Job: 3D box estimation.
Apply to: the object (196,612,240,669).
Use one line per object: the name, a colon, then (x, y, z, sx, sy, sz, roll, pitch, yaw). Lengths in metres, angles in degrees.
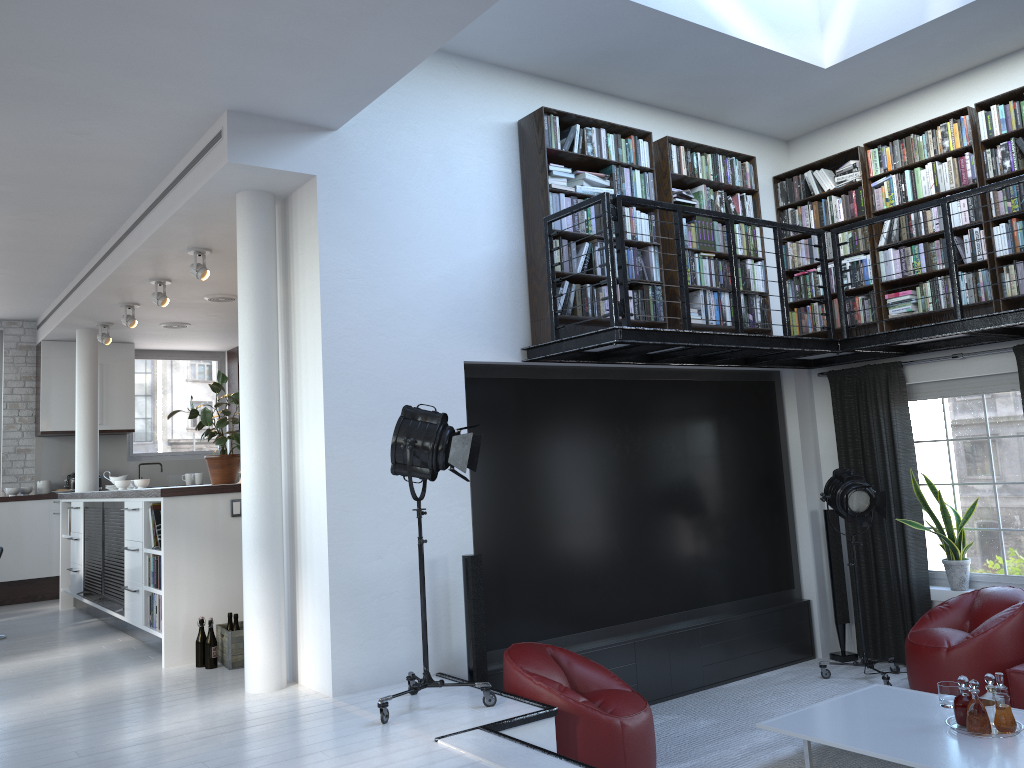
object: (-1.858, 1.727, 6.017, 0.556, 0.326, 0.287, -2, -7, -9)

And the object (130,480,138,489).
object: (-3.877, 1.039, 9.175, 0.156, 0.093, 0.156, -8, -8, 40)

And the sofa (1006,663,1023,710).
sofa: (3.212, 1.626, 4.033, 3.278, 0.659, 2.531, 1, -7, -36)

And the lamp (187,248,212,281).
lamp: (-2.408, -0.914, 6.839, 0.183, 0.240, 0.182, 1, -8, -32)

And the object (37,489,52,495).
object: (-5.564, 1.286, 10.542, 0.153, 0.056, 0.152, -4, -6, 7)

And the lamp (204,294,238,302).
lamp: (-2.834, -0.835, 8.649, 0.328, 0.025, 0.327, 0, -6, -31)

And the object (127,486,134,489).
object: (-4.029, 1.096, 9.373, 0.235, 0.041, 0.235, 1, -7, -40)

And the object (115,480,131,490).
object: (-3.951, 1.027, 8.999, 0.156, 0.093, 0.156, 1, -7, -35)

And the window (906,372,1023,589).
window: (3.526, 0.755, 6.781, 0.133, 1.613, 1.162, 2, -9, -36)

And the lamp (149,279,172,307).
lamp: (-3.082, -0.788, 7.773, 0.183, 0.240, 0.182, 1, -8, -32)

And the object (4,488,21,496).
object: (-5.728, 1.241, 10.172, 0.156, 0.093, 0.156, 1, -7, -37)

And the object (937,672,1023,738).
object: (2.562, 1.638, 4.583, 0.512, 0.296, 1.004, 0, -7, -32)

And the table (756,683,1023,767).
table: (2.318, 1.920, 4.580, 1.165, 0.245, 1.658, 0, -7, -36)

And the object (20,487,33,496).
object: (-5.669, 1.252, 10.327, 0.156, 0.093, 0.156, -7, -7, 35)

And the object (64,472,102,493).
object: (-5.185, 1.159, 10.711, 0.414, 0.292, 0.277, 1, -8, -36)

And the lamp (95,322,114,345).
lamp: (-4.431, -0.538, 9.641, 0.183, 0.240, 0.182, 1, -8, -32)

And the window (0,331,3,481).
window: (-8.781, 0.511, 14.234, 8.132, 6.100, 9.109, 1, -7, -36)

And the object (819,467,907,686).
object: (3.488, 1.311, 6.022, 2.897, 1.585, 0.752, -8, -8, 38)

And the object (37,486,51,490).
object: (-5.567, 1.250, 10.543, 0.154, 0.074, 0.152, 0, -7, -33)

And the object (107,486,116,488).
object: (-4.256, 1.119, 9.587, 0.262, 0.028, 0.260, -2, -5, -12)

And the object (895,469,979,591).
object: (3.187, 1.106, 6.800, 0.526, 0.944, 0.550, 0, -8, -25)

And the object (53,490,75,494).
object: (-5.244, 1.264, 10.373, 0.261, 0.028, 0.261, -8, -7, 42)

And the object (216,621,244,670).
object: (-1.756, 1.765, 6.082, 0.455, 0.249, 0.388, 0, -7, -30)

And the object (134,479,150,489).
object: (-3.775, 1.020, 9.033, 0.157, 0.093, 0.156, -1, -6, -21)

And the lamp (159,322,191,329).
lamp: (-3.792, -0.657, 9.976, 0.328, 0.025, 0.328, -6, -6, 29)

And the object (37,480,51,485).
object: (-5.572, 1.188, 10.552, 0.153, 0.075, 0.152, -6, -6, 21)

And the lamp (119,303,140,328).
lamp: (-3.757, -0.663, 8.707, 0.183, 0.240, 0.182, 1, -8, -32)

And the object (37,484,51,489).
object: (-5.568, 1.220, 10.546, 0.153, 0.063, 0.152, -3, -6, -6)

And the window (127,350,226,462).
window: (-4.463, 0.277, 11.796, 1.298, 1.465, 0.132, 1, -9, -35)

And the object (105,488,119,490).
object: (-4.255, 1.134, 9.585, 0.261, 0.028, 0.261, -8, -7, 43)

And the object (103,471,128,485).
object: (-4.287, 1.027, 9.595, 0.269, 0.174, 0.130, -3, -7, -6)

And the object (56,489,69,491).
object: (-5.252, 1.249, 10.374, 0.138, 0.044, 0.136, -5, -6, 16)
